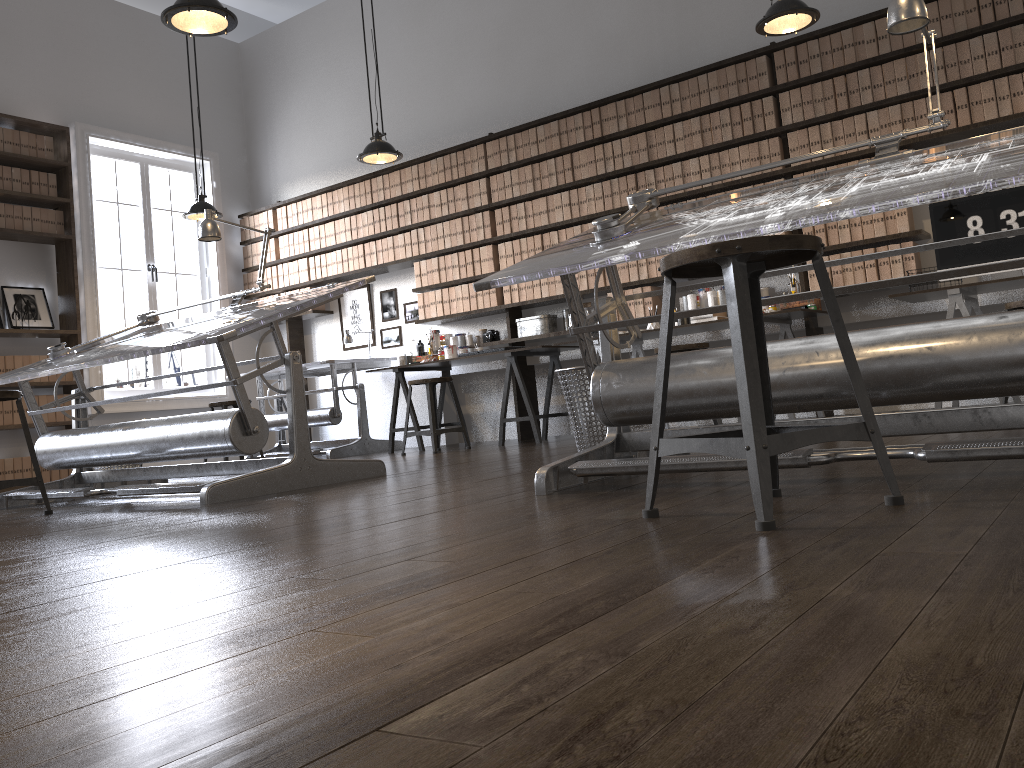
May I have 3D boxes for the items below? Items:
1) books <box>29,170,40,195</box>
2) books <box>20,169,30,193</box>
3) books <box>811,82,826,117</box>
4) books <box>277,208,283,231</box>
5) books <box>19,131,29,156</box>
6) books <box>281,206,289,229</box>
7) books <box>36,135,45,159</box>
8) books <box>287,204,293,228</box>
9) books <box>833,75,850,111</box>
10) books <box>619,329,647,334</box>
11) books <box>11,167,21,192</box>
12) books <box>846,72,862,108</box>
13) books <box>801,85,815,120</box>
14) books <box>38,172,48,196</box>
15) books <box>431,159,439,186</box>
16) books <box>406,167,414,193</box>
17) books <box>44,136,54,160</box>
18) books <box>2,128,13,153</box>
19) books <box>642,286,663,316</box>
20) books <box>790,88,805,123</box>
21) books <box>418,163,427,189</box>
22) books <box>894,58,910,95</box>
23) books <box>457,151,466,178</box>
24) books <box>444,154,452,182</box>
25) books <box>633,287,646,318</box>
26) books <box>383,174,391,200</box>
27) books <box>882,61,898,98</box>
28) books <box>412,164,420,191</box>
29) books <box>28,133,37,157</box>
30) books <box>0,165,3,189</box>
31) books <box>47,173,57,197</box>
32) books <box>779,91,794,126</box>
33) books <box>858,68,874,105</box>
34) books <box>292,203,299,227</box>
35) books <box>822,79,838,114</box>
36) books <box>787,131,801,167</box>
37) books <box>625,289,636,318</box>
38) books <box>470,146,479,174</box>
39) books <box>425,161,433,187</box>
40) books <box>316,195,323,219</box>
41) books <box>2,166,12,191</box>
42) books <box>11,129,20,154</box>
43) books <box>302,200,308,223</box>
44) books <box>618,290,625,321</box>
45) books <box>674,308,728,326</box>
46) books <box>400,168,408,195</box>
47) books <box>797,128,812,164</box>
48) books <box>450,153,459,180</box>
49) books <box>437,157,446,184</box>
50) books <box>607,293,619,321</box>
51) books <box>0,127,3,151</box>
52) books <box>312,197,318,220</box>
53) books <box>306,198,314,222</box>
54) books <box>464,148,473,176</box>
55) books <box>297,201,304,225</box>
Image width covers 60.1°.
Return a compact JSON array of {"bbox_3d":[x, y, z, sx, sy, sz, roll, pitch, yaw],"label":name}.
[{"bbox_3d":[-4.013,-1.647,7.372,0.174,0.227,0.067,-8,-5,35],"label":"books"},{"bbox_3d":[-4.061,-1.644,7.314,0.174,0.226,0.066,-8,-5,35],"label":"books"},{"bbox_3d":[1.983,-1.793,5.659,0.066,0.226,0.174,-9,-5,35],"label":"books"},{"bbox_3d":[-2.184,-1.583,8.586,0.066,0.226,0.174,-9,-5,35],"label":"books"},{"bbox_3d":[-4.084,-1.962,7.340,0.174,0.227,0.067,-8,-5,35],"label":"books"},{"bbox_3d":[-2.127,-1.590,8.539,0.066,0.227,0.174,-9,-5,35],"label":"books"},{"bbox_3d":[-4.009,-1.966,7.457,0.174,0.226,0.066,-8,-5,35],"label":"books"},{"bbox_3d":[-2.063,-1.598,8.501,0.066,0.226,0.174,-9,-5,35],"label":"books"},{"bbox_3d":[2.095,-1.807,5.577,0.066,0.227,0.174,-9,-5,35],"label":"books"},{"bbox_3d":[0.800,-0.339,5.862,0.353,0.029,0.256,-7,-2,35],"label":"books"},{"bbox_3d":[-4.098,-1.642,7.253,0.174,0.226,0.066,-8,-5,35],"label":"books"},{"bbox_3d":[2.159,-1.814,5.539,0.066,0.226,0.174,-9,-5,35],"label":"books"},{"bbox_3d":[1.930,-1.787,5.692,0.066,0.227,0.174,-9,-5,35],"label":"books"},{"bbox_3d":[-3.975,-1.649,7.436,0.174,0.226,0.066,-8,-5,35],"label":"books"},{"bbox_3d":[-0.596,-1.770,7.469,0.066,0.226,0.174,-9,-5,35],"label":"books"},{"bbox_3d":[-0.826,-1.743,7.630,0.066,0.226,0.174,-9,-5,35],"label":"books"},{"bbox_3d":[-3.965,-1.969,7.512,0.174,0.226,0.066,-8,-5,35],"label":"books"},{"bbox_3d":[-4.161,-1.958,7.236,0.174,0.226,0.066,-8,-5,35],"label":"books"},{"bbox_3d":[1.012,-0.581,6.328,0.066,0.226,0.174,-9,-5,35],"label":"books"},{"bbox_3d":[1.871,-1.780,5.733,0.066,0.226,0.174,-9,-5,35],"label":"books"},{"bbox_3d":[-0.708,-1.757,7.550,0.066,0.226,0.174,-9,-5,35],"label":"books"},{"bbox_3d":[2.383,-1.840,5.374,0.066,0.227,0.174,-9,-5,35],"label":"books"},{"bbox_3d":[-0.365,-1.797,7.310,0.066,0.226,0.174,-9,-5,35],"label":"books"},{"bbox_3d":[-0.481,-1.784,7.384,0.066,0.227,0.174,-9,-5,35],"label":"books"},{"bbox_3d":[0.952,-0.574,6.365,0.066,0.226,0.174,-9,-5,35],"label":"books"},{"bbox_3d":[-1.042,-1.718,7.785,0.066,0.226,0.174,-9,-5,35],"label":"books"},{"bbox_3d":[2.332,-1.834,5.417,0.066,0.226,0.174,-9,-5,35],"label":"books"},{"bbox_3d":[-0.768,-1.750,7.587,0.066,0.227,0.174,-9,-5,35],"label":"books"},{"bbox_3d":[-4.050,-1.964,7.399,0.174,0.226,0.066,-8,-5,35],"label":"books"},{"bbox_3d":[-4.183,-1.637,7.139,0.174,0.226,0.066,-8,-5,35],"label":"books"},{"bbox_3d":[-3.930,-1.652,7.497,0.174,0.226,0.066,-8,-5,35],"label":"books"},{"bbox_3d":[1.814,-1.774,5.777,0.066,0.226,0.174,-9,-5,35],"label":"books"},{"bbox_3d":[2.214,-1.821,5.495,0.066,0.226,0.174,-9,-5,35],"label":"books"},{"bbox_3d":[-2.007,-1.604,8.457,0.066,0.226,0.174,-9,-5,35],"label":"books"},{"bbox_3d":[2.038,-1.800,5.624,0.066,0.226,0.174,-9,-5,35],"label":"books"},{"bbox_3d":[1.859,-1.508,5.743,0.066,0.226,0.174,-9,-5,35],"label":"books"},{"bbox_3d":[0.896,-0.568,6.409,0.066,0.226,0.174,-9,-5,35],"label":"books"},{"bbox_3d":[-0.253,-1.810,7.229,0.066,0.226,0.174,-9,-5,35],"label":"books"},{"bbox_3d":[-0.651,-1.763,7.512,0.066,0.226,0.174,-9,-5,35],"label":"books"},{"bbox_3d":[-1.731,-1.637,8.265,0.066,0.226,0.174,-9,-5,35],"label":"books"},{"bbox_3d":[-4.142,-1.640,7.197,0.174,0.226,0.066,-8,-5,35],"label":"books"},{"bbox_3d":[-4.126,-1.960,7.288,0.174,0.226,0.066,-8,-5,35],"label":"books"},{"bbox_3d":[-1.890,-1.618,8.379,0.066,0.226,0.174,-9,-5,35],"label":"books"},{"bbox_3d":[0.839,-0.561,6.449,0.066,0.226,0.174,-9,-5,35],"label":"books"},{"bbox_3d":[1.220,-0.438,5.785,0.293,0.148,0.385,-7,-3,35],"label":"books"},{"bbox_3d":[-0.876,-1.737,7.667,0.066,0.226,0.174,-9,-5,35],"label":"books"},{"bbox_3d":[1.907,-1.514,5.704,0.066,0.227,0.174,-9,-5,35],"label":"books"},{"bbox_3d":[-0.427,-1.790,7.352,0.066,0.226,0.174,-9,-5,35],"label":"books"},{"bbox_3d":[-0.539,-1.777,7.425,0.066,0.226,0.174,-9,-5,35],"label":"books"},{"bbox_3d":[0.781,-0.554,6.483,0.066,0.227,0.174,-9,-5,35],"label":"books"},{"bbox_3d":[-4.201,-1.956,7.175,0.174,0.227,0.067,-8,-5,35],"label":"books"},{"bbox_3d":[-1.782,-1.631,8.302,0.066,0.226,0.174,-9,-5,35],"label":"books"},{"bbox_3d":[-1.839,-1.624,8.336,0.066,0.227,0.174,-9,-5,35],"label":"books"},{"bbox_3d":[-0.307,-1.804,7.272,0.066,0.226,0.174,-9,-5,35],"label":"books"},{"bbox_3d":[-1.948,-1.611,8.420,0.066,0.226,0.174,-9,-5,35],"label":"books"}]
